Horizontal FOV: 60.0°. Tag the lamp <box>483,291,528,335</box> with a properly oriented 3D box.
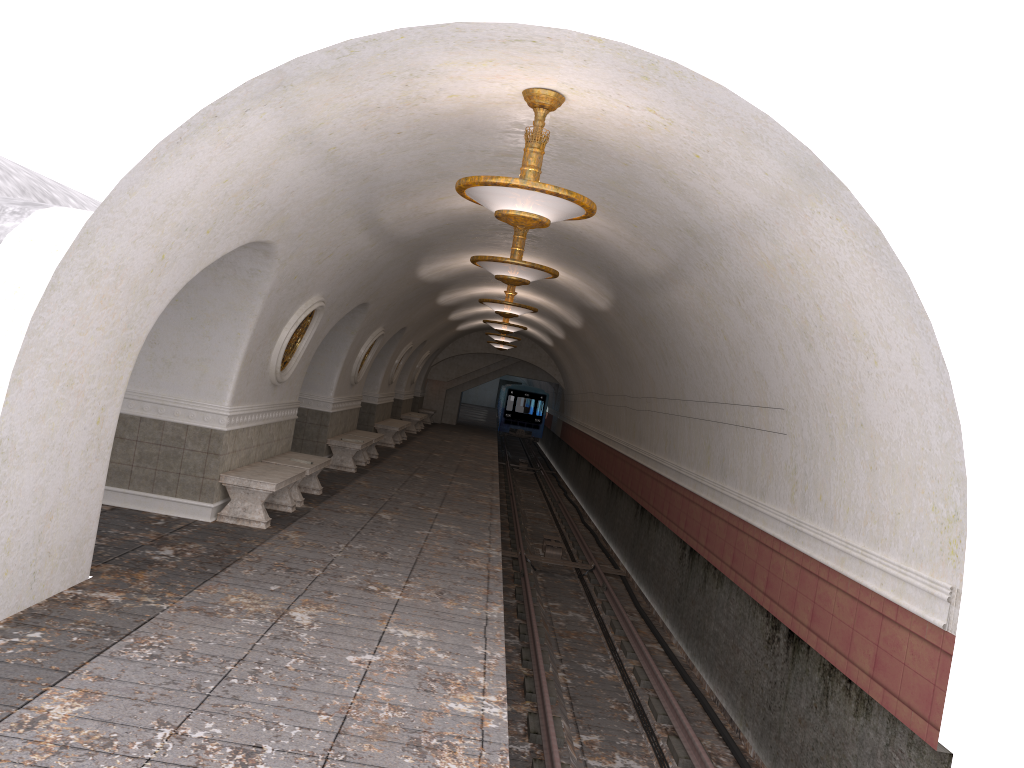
[{"bbox_3d":[-0.109,-1.561,19.593,1.008,0.955,1.008,10,0,15],"label":"lamp"}]

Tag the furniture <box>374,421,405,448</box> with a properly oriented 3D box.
[{"bbox_3d":[-3.088,1.254,22.196,0.613,0.508,1.509,10,0,-1],"label":"furniture"}]

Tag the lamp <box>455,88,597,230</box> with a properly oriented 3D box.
[{"bbox_3d":[0.142,-1.558,6.248,1.008,0.955,1.008,10,0,45],"label":"lamp"}]

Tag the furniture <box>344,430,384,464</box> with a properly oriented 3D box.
[{"bbox_3d":[-3.006,1.255,17.857,0.613,0.508,1.509,10,0,-1],"label":"furniture"}]

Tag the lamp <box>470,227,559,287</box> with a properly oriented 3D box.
[{"bbox_3d":[0.074,-1.559,9.902,1.008,0.955,1.008,10,0,-17],"label":"lamp"}]

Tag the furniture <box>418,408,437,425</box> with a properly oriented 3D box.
[{"bbox_3d":[-3.318,1.252,34.458,0.613,0.508,1.509,10,0,-1],"label":"furniture"}]

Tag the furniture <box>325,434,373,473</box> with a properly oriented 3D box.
[{"bbox_3d":[-2.974,1.255,16.176,0.613,0.508,1.509,10,0,-1],"label":"furniture"}]

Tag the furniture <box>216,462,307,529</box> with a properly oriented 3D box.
[{"bbox_3d":[-2.861,1.257,10.168,0.613,0.508,1.509,10,0,-1],"label":"furniture"}]

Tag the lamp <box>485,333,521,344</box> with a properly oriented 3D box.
[{"bbox_3d":[-0.200,-1.562,24.420,1.008,0.955,1.008,10,0,15],"label":"lamp"}]

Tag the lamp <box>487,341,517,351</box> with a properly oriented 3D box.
[{"bbox_3d":[-0.291,-1.563,29.249,1.008,0.955,1.008,10,0,45],"label":"lamp"}]

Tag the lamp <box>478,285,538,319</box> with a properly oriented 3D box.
[{"bbox_3d":[-0.018,-1.560,14.764,1.008,0.955,1.008,10,0,-17],"label":"lamp"}]

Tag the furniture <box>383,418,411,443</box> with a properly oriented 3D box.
[{"bbox_3d":[-3.119,1.254,23.877,0.613,0.508,1.509,10,0,-1],"label":"furniture"}]

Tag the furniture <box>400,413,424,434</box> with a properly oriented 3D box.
[{"bbox_3d":[-3.200,1.253,28.157,0.613,0.508,1.509,10,0,-1],"label":"furniture"}]

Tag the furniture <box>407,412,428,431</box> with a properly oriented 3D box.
[{"bbox_3d":[-3.231,1.253,29.838,0.613,0.508,1.509,10,0,-1],"label":"furniture"}]

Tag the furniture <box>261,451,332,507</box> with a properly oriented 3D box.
[{"bbox_3d":[-2.893,1.256,11.849,0.613,0.508,1.509,10,0,-1],"label":"furniture"}]
